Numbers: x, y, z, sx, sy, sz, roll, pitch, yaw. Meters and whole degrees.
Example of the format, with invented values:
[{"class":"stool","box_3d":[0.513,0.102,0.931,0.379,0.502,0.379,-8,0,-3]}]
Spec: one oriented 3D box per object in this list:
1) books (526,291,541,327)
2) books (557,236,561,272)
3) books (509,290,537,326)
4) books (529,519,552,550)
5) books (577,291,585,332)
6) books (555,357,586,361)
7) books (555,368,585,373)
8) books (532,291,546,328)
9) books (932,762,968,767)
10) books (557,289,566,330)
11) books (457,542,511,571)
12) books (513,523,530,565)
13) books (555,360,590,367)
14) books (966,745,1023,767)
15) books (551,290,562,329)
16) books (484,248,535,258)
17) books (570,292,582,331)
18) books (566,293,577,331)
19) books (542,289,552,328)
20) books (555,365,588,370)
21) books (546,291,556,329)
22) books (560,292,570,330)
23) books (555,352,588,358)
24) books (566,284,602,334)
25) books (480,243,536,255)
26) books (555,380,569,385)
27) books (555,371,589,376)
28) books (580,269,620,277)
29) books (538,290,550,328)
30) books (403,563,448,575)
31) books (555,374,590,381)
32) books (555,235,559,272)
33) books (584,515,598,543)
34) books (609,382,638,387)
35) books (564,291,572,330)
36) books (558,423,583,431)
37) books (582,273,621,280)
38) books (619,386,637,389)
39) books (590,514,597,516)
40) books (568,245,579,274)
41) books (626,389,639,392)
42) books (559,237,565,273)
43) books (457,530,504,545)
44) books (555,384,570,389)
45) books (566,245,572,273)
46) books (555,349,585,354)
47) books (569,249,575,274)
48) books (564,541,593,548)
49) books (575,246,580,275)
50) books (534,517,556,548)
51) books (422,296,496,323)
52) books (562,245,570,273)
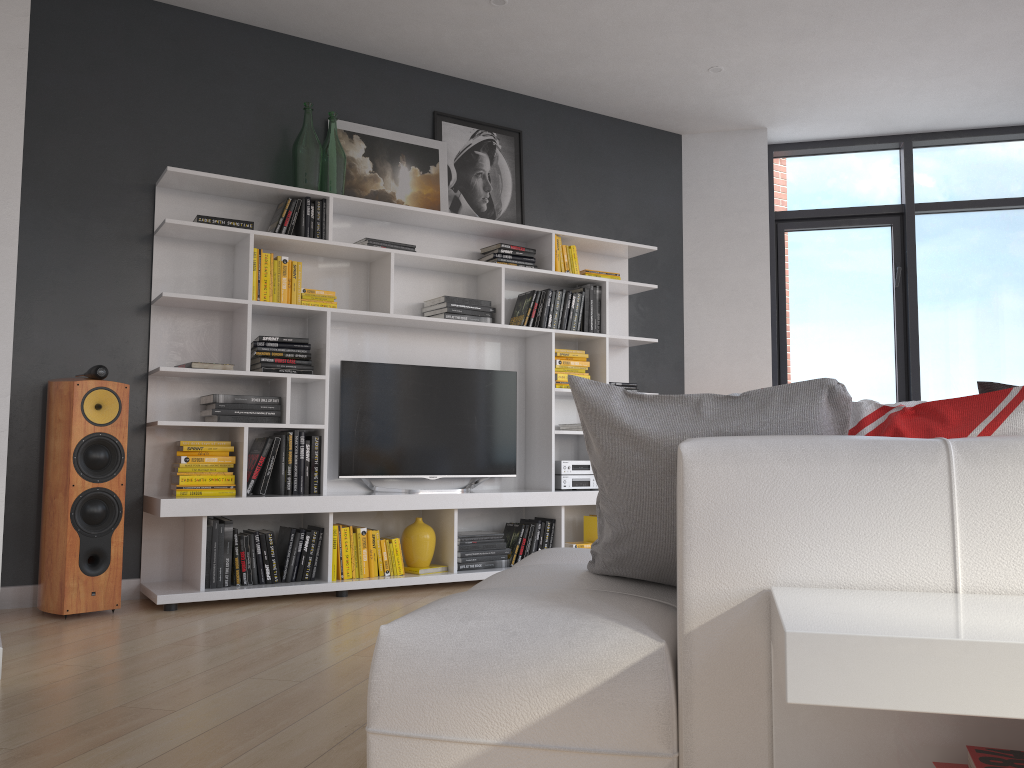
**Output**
[{"class":"books","box_3d":[0.088,-0.436,5.341,0.096,0.234,0.187,3,-6,-31]},{"class":"books","box_3d":[0.236,-0.776,5.425,0.041,0.224,0.163,3,-6,-33]},{"class":"books","box_3d":[0.062,-0.438,5.320,0.104,0.234,0.182,3,-6,-31]},{"class":"books","box_3d":[0.147,0.918,5.171,0.084,0.249,0.191,3,-6,-31]},{"class":"books","box_3d":[0.372,-0.434,5.510,0.066,0.260,0.197,3,-6,-31]},{"class":"books","box_3d":[0.328,-0.148,5.506,0.227,0.022,0.160,2,-5,-16]},{"class":"books","box_3d":[0.323,-0.077,5.477,0.217,0.023,0.145,3,-5,-27]},{"class":"books","box_3d":[0.122,-0.436,5.346,0.081,0.233,0.169,3,-6,-32]},{"class":"books","box_3d":[0.685,0.526,1.112,0.254,0.025,0.178,-1,-5,13]},{"class":"books","box_3d":[0.249,-0.440,5.438,0.066,0.260,0.197,3,-6,-31]},{"class":"books","box_3d":[-0.221,0.955,4.974,0.343,0.137,0.277,4,-6,-36]},{"class":"books","box_3d":[0.015,0.920,5.092,0.096,0.234,0.187,3,-6,-31]},{"class":"books","box_3d":[0.334,-0.120,5.505,0.239,0.033,0.176,3,-5,-28]},{"class":"books","box_3d":[0.691,0.499,1.104,0.206,0.029,0.152,-1,-5,20]},{"class":"books","box_3d":[0.220,-0.437,5.420,0.084,0.249,0.191,3,-6,-31]},{"class":"books","box_3d":[-0.016,-0.768,5.316,0.246,0.026,0.180,3,-5,-29]},{"class":"books","box_3d":[0.343,-0.431,5.491,0.084,0.249,0.191,3,-6,-31]},{"class":"books","box_3d":[0.317,-0.431,5.461,0.071,0.243,0.179,3,-6,-32]},{"class":"books","box_3d":[0.164,-0.442,5.388,0.075,0.254,0.192,3,-6,-32]},{"class":"books","box_3d":[0.324,-0.095,5.499,0.239,0.019,0.171,3,-6,-31]},{"class":"books","box_3d":[0.191,-0.435,5.396,0.068,0.243,0.179,3,-6,-33]},{"class":"books","box_3d":[0.282,-0.431,5.425,0.069,0.242,0.172,3,-5,-30]},{"class":"books","box_3d":[0.336,-0.171,5.509,0.223,0.023,0.163,3,-5,-27]},{"class":"books","box_3d":[0.441,-0.453,5.586,0.128,0.321,0.259,3,-6,-31]},{"class":"books","box_3d":[-0.025,-0.795,5.326,0.266,0.030,0.209,4,-6,-38]},{"class":"books","box_3d":[0.331,0.003,5.477,0.257,0.024,0.203,3,-5,-28]},{"class":"books","box_3d":[0.320,-0.057,5.497,0.251,0.014,0.189,3,-5,-28]},{"class":"books","box_3d":[0.521,-0.685,5.629,0.257,0.024,0.203,3,-5,-28]},{"class":"books","box_3d":[0.158,-0.438,5.353,0.069,0.242,0.172,3,-5,-30]},{"class":"books","box_3d":[-0.510,0.992,4.777,0.270,0.029,0.204,-4,-7,44]},{"class":"books","box_3d":[0.329,-0.030,5.484,0.243,0.042,0.189,3,-6,-31]},{"class":"books","box_3d":[0.226,-0.781,5.397,0.041,0.229,0.161,3,-6,-32]},{"class":"books","box_3d":[0.511,0.934,5.390,0.044,0.255,0.198,3,-6,-31]},{"class":"books","box_3d":[0.664,0.008,5.641,0.213,0.023,0.161,3,-5,-28]},{"class":"books","box_3d":[0.288,-0.436,5.460,0.075,0.254,0.192,3,-6,-32]},{"class":"books","box_3d":[0.483,0.277,5.542,0.310,0.047,0.250,4,-6,-36]},{"class":"books","box_3d":[0.528,-0.660,5.621,0.257,0.028,0.194,3,-5,-26]},{"class":"books","box_3d":[0.670,0.026,5.625,0.198,0.015,0.142,3,-6,-33]},{"class":"books","box_3d":[0.536,0.934,5.408,0.015,0.263,0.199,3,-6,-31]},{"class":"books","box_3d":[0.350,-0.751,5.472,0.064,0.184,0.141,3,-5,-30]},{"class":"books","box_3d":[0.672,0.045,5.622,0.213,0.023,0.161,3,-5,-28]},{"class":"books","box_3d":[0.257,-0.774,5.448,0.054,0.224,0.164,3,-6,-32]},{"class":"books","box_3d":[-0.238,0.864,4.997,0.310,0.047,0.250,4,-6,-36]},{"class":"books","box_3d":[0.337,0.028,5.469,0.257,0.028,0.194,3,-5,-26]},{"class":"books","box_3d":[0.316,-0.751,5.448,0.044,0.178,0.128,3,-6,-31]},{"class":"books","box_3d":[0.317,-0.193,5.525,0.223,0.023,0.163,3,-5,-27]},{"class":"books","box_3d":[0.337,-0.741,5.446,0.046,0.161,0.108,3,-6,-32]},{"class":"books","box_3d":[0.405,0.968,5.327,0.186,0.026,0.138,3,-6,-31]},{"class":"books","box_3d":[0.365,-0.750,5.491,0.044,0.184,0.142,3,-5,-30]},{"class":"books","box_3d":[0.175,0.915,5.189,0.066,0.260,0.197,3,-6,-31]},{"class":"books","box_3d":[-0.309,-0.408,5.130,0.343,0.137,0.277,4,-6,-36]},{"class":"books","box_3d":[0.295,-0.752,5.443,0.054,0.180,0.132,3,-6,-31]}]
